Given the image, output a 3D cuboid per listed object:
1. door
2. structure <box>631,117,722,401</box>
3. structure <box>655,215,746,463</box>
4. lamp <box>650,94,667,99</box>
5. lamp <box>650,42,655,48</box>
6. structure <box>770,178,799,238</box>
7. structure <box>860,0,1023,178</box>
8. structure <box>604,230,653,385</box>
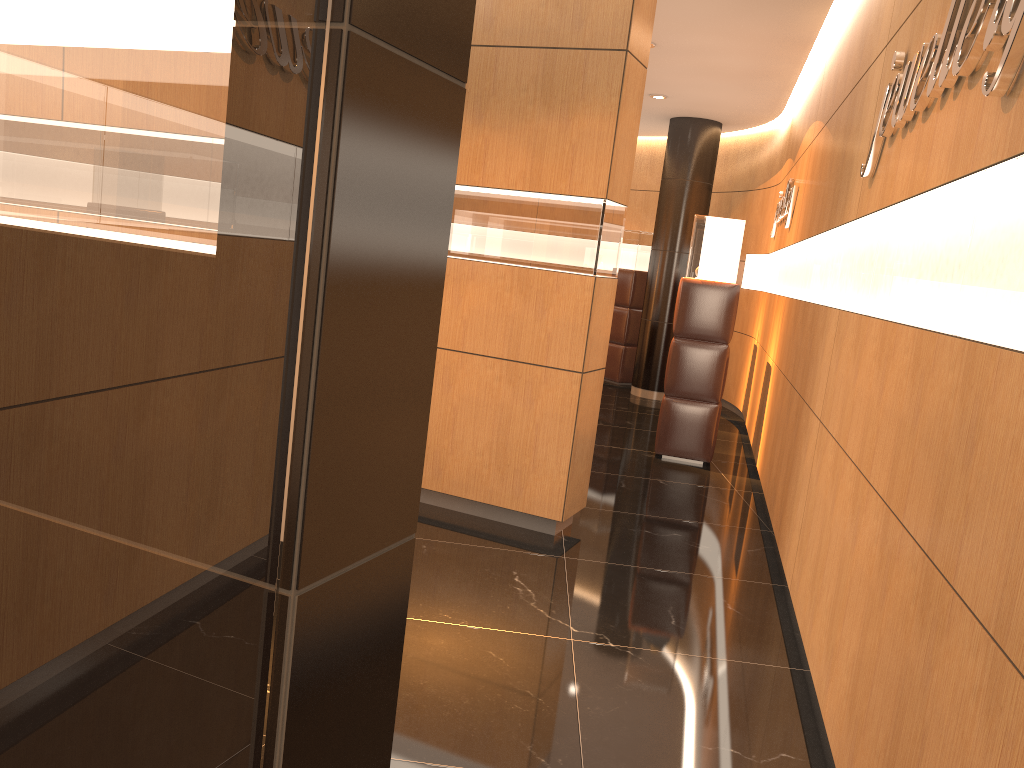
[{"bbox_3d":[-0.524,-0.216,0.122,0.098,3.285,2.473,9,8,11],"label":"door"},{"bbox_3d":[1.979,-1.531,10.711,0.613,3.430,0.613,9,9,15],"label":"structure"},{"bbox_3d":[1.572,-0.378,7.361,0.498,1.968,0.484,9,8,11],"label":"structure"},{"bbox_3d":[1.522,-3.011,9.206,0.176,0.068,0.176,8,8,6],"label":"lamp"},{"bbox_3d":[1.070,-2.767,7.155,0.176,0.068,0.176,8,8,6],"label":"lamp"},{"bbox_3d":[2.470,-1.598,8.065,0.034,0.442,2.050,9,8,11],"label":"structure"},{"bbox_3d":[1.289,-0.960,2.716,0.034,0.442,2.050,9,8,11],"label":"structure"},{"bbox_3d":[1.563,-1.000,11.701,0.484,2.000,0.498,2,10,-34],"label":"structure"}]
